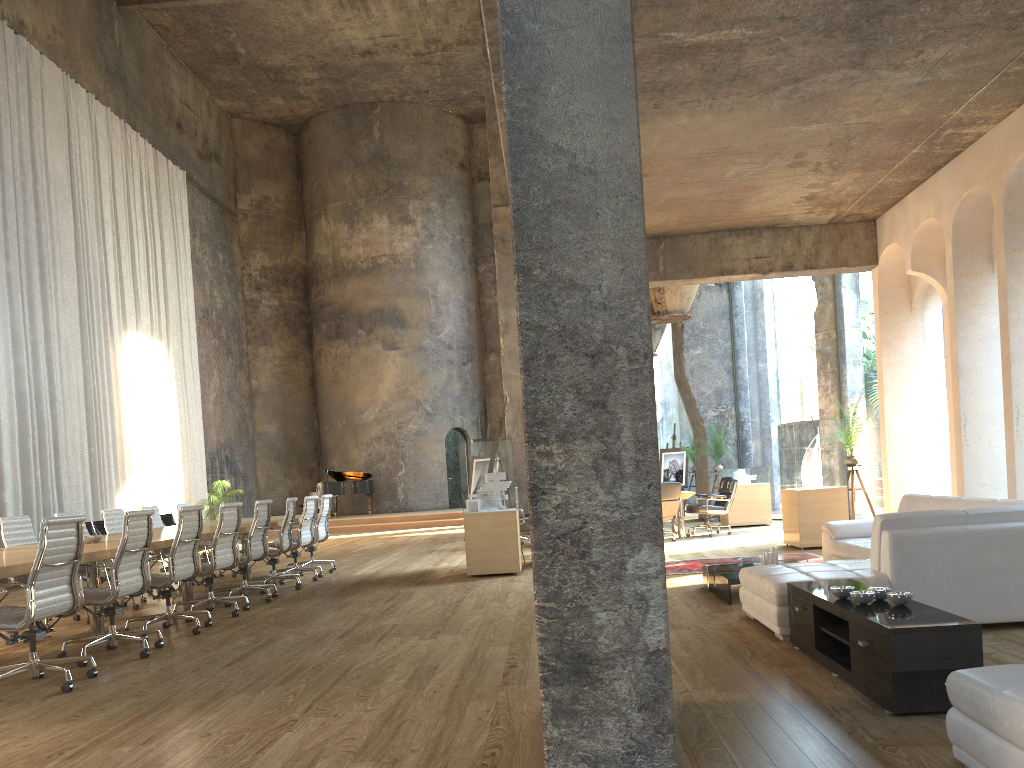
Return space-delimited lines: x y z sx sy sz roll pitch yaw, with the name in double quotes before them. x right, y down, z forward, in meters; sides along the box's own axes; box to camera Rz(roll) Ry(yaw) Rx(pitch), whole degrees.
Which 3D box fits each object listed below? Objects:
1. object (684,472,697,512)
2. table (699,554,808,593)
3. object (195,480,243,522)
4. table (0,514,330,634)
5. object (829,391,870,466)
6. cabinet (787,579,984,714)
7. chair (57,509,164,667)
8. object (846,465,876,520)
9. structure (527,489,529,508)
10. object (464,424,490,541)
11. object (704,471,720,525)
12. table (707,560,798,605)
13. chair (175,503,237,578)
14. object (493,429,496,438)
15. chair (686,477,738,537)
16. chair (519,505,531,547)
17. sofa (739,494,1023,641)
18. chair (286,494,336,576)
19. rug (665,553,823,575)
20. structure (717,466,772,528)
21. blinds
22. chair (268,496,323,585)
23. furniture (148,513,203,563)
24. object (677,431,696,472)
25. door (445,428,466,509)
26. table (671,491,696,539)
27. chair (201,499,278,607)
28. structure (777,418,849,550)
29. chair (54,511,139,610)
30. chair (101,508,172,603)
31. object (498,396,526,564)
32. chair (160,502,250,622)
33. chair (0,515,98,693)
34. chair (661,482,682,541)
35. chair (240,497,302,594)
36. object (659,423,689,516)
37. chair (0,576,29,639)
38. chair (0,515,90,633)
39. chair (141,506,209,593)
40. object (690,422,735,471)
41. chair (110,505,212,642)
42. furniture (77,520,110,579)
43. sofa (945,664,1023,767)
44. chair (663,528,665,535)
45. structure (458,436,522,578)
"object" 3.982 2.369 18.837 0.658 0.973 0.571 -4 0 -3
"table" 2.100 1.650 7.664 0.860 0.246 0.371 -4 -4 3
"object" -6.459 2.872 19.582 1.090 1.457 1.132 -3 -1 -7
"table" -3.501 1.837 8.510 1.601 0.757 7.736 -4 -6 2
"object" 4.333 0.586 11.301 0.687 0.940 0.862 -4 -2 -7
"cabinet" 1.757 1.253 4.361 0.396 0.368 1.566 -4 -6 2
"chair" -2.873 1.418 6.198 0.699 1.026 0.665 -4 -1 6
"object" 4.332 1.538 11.324 0.656 0.973 0.573 -3 -1 -33
"structure" 0.695 2.334 16.775 0.743 1.015 0.736 -4 -1 2
"object" -0.469 1.798 16.113 0.704 2.148 0.681 -3 1 34
"object" 3.949 2.101 16.322 0.573 0.973 0.656 -4 -1 39
"table" 2.086 1.633 7.296 0.790 0.202 1.113 -4 -6 2
"chair" -1.206 1.882 11.430 12.954 1.031 31.594 -4 -6 2
"object" -0.490 2.003 18.006 0.687 2.148 0.698 -3 1 28
"chair" 3.081 1.915 13.717 0.820 0.893 0.731 -4 -2 -3
"chair" 0.047 2.125 13.873 0.820 0.893 0.731 -4 -2 -1
"sofa" 2.641 1.263 6.627 2.064 0.721 2.937 -4 -6 2
"chair" -2.676 1.981 11.545 0.700 1.026 0.665 -4 -1 8
"rug" 2.179 1.961 9.537 2.463 0.009 1.350 -4 -6 3
"structure" 4.043 1.963 15.307 0.735 1.015 0.744 -4 -1 2
"blinds" -7.518 -1.036 16.744 0.275 8.644 7.838 -4 -2 3
"chair" -2.679 1.888 10.680 0.700 1.026 0.665 -4 -1 11
"furniture" -6.239 2.782 16.050 0.708 0.840 1.877 -4 -5 2
"object" 3.867 1.426 18.839 0.690 0.940 0.858 -4 -2 23
"door" -1.579 2.385 24.974 0.899 2.298 0.092 -4 1 -39
"table" 1.602 2.112 13.792 2.410 0.700 1.107 -4 -4 3
"chair" -2.756 1.700 8.893 0.700 1.026 0.665 -4 -1 8
"structure" 3.719 1.240 10.869 0.594 1.548 0.742 -4 0 2
"chair" -4.154 1.786 8.859 0.700 1.026 0.665 -4 -1 11
"chair" -4.117 1.880 9.757 0.700 1.026 0.665 -4 -1 8
"object" -0.233 1.235 11.019 0.685 2.148 0.700 -4 1 1
"chair" -2.797 1.609 8.013 0.700 1.026 0.665 -4 -1 11
"chair" -2.918 1.319 5.250 0.700 1.026 0.665 -4 -1 8
"chair" 2.073 1.910 13.076 0.727 0.892 0.825 -3 -2 -24
"chair" -2.708 1.798 9.824 0.699 1.026 0.666 -4 -1 2
"object" 3.699 1.950 19.986 0.704 2.148 0.681 -3 1 31
"chair" -4.226 1.595 7.047 0.699 1.026 0.666 -4 -1 2
"chair" -4.196 1.694 7.980 0.700 1.026 0.665 -4 -1 8
"chair" -4.078 1.976 10.674 0.699 1.026 0.665 -4 -1 6
"object" 3.737 1.170 16.383 0.859 0.940 0.688 -4 -1 5
"chair" -2.835 1.514 7.115 0.700 1.026 0.665 -4 -1 8
"furniture" -6.345 2.532 13.664 0.708 0.840 1.877 -4 -5 2
"sofa" 2.455 0.824 2.428 2.068 0.721 1.074 -4 -4 2
"chair" 2.141 2.062 14.525 0.730 0.892 0.822 -4 -2 3
"structure" -0.234 1.412 10.135 0.594 1.548 0.742 -4 0 2
